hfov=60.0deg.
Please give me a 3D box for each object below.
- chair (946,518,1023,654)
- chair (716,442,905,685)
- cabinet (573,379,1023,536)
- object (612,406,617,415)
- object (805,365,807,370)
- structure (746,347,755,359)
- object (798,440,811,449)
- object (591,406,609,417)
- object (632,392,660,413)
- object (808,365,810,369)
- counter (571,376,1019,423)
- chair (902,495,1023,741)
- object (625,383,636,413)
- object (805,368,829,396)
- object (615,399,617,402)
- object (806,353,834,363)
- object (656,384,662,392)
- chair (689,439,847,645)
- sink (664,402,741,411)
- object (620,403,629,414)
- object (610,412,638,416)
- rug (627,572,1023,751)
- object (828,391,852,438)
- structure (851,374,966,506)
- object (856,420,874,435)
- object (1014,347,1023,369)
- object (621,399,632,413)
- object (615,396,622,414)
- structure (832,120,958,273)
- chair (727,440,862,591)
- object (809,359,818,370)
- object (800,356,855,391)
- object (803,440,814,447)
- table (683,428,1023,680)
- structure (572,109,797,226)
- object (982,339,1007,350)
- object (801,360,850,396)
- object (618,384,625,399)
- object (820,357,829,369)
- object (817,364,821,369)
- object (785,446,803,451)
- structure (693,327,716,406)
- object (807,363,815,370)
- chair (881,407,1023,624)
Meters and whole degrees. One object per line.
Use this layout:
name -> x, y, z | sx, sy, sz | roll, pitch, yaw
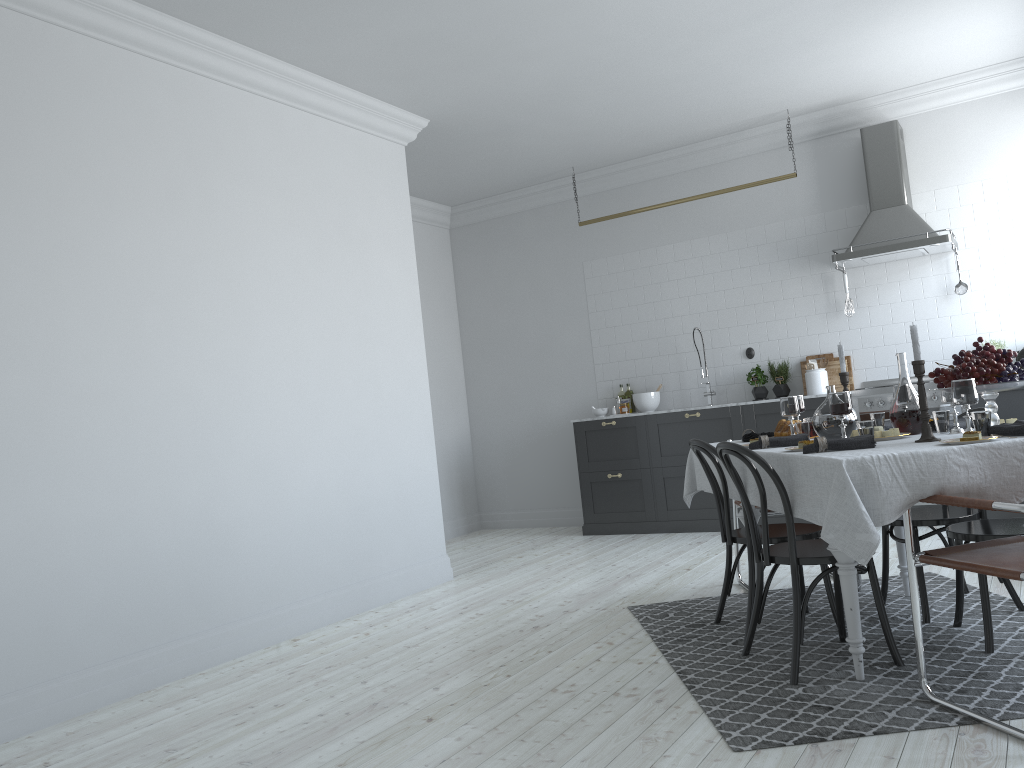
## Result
chair -> 2.049, 0.559, 3.556 | 0.564, 0.909, 0.463 | -6, -2, 9
chair -> 1.150, 0.654, 3.537 | 0.564, 0.909, 0.463 | -6, -2, -11
cabinet -> 2.398, 0.624, 7.192 | 3.897, 1.012, 0.646 | -8, -3, 31
object -> 0.941, 0.248, 8.167 | 0.046, 0.084, 0.046 | -7, -3, 17
object -> 2.469, -0.039, 7.287 | 0.061, 0.251, 0.117 | -5, -3, -30
structure -> 2.072, -0.268, 7.725 | 0.079, 0.103, 0.032 | -8, -3, 31
object -> 1.163, 0.242, 3.513 | 0.057, 0.037, 0.021 | -7, -2, 12
object -> 0.830, 0.253, 8.266 | 0.159, 0.110, 0.172 | -7, -3, 26
object -> 1.228, 0.169, 8.072 | 0.247, 0.175, 0.247 | -8, -3, 44
object -> 2.512, -0.041, 7.312 | 0.118, 0.250, 0.033 | -8, -3, 31
counter -> 2.348, 0.111, 7.224 | 3.902, 0.020, 0.624 | -8, -3, 31
chair -> 1.656, 0.604, 2.792 | 0.546, 0.837, 0.593 | -5, -3, -14
object -> 1.103, 0.135, 8.258 | 0.089, 0.282, 0.082 | -8, -3, 31
object -> 2.502, -0.017, 7.274 | 0.174, 0.208, 0.174 | -7, -3, 26
object -> 0.997, 0.201, 8.252 | 0.059, 0.172, 0.059 | -5, -3, -28
object -> 2.578, -0.081, 7.389 | 0.220, 0.330, 0.041 | -8, -3, 31
object -> 1.291, 0.123, 8.068 | 0.209, 0.232, 0.042 | -5, -3, -19
chair -> 1.153, 0.678, 4.107 | 0.564, 0.909, 0.463 | -6, -2, -6
sink -> 1.631, 0.295, 7.602 | 0.669, 0.203, 0.384 | -8, -3, 31
object -> 1.030, 0.228, 8.125 | 0.078, 0.101, 0.078 | -5, -3, -31
object -> 1.036, 0.279, 8.203 | 0.180, 0.008, 0.272 | -8, -3, 31
rug -> 1.497, 1.073, 3.808 | 1.701, 0.021, 2.166 | -6, -2, -2
object -> 1.294, 0.139, 3.477 | 0.083, 0.215, 0.083 | -8, -3, 35
structure -> 3.103, 0.488, 6.767 | 0.779, 1.096, 0.651 | -8, -3, 31
object -> 1.352, 0.188, 3.383 | 0.066, 0.094, 0.066 | -7, -3, 19
object -> 3.869, -0.195, 6.523 | 0.326, 0.207, 0.219 | -8, -3, 36
object -> 1.062, 0.209, 8.226 | 0.077, 0.141, 0.044 | -8, -3, 31
object -> 0.992, 0.199, 8.187 | 0.059, 0.172, 0.059 | -5, -3, -28
structure -> 2.914, -1.481, 6.885 | 0.843, 1.079, 0.567 | -8, -3, 31
chair -> 1.527, 0.709, 4.909 | 0.546, 0.837, 0.593 | -6, -2, 2
object -> 2.501, -0.062, 7.286 | 0.064, 0.290, 0.141 | -6, -2, 4
object -> 2.628, -0.066, 7.396 | 0.400, 0.290, 0.030 | -8, -3, 31
object -> 1.170, 0.239, 3.473 | 0.051, 0.039, 0.036 | -5, -3, -20
table -> 1.575, 0.651, 3.854 | 1.210, 0.842, 2.179 | -6, -2, -2
structure -> 1.421, -1.833, 7.660 | 1.988, 0.556, 0.053 | -8, -3, 31
object -> 3.622, -0.201, 6.667 | 0.210, 0.283, 0.220 | -8, -3, 43
object -> 2.598, -0.050, 7.349 | 0.360, 0.261, 0.053 | -8, -3, 31
object -> 1.036, 0.144, 8.304 | 0.066, 0.282, 0.066 | -7, -3, 26
object -> 2.545, -0.068, 7.292 | 0.131, 0.296, 0.056 | -7, -2, 10
object -> 2.542, -0.045, 7.297 | 0.050, 0.247, 0.114 | -6, -2, -5
object -> 1.173, 0.253, 3.503 | 0.182, 0.013, 0.182 | -4, -3, -44
structure -> 1.658, -0.152, 7.717 | 0.100, 0.692, 0.266 | -8, -3, 31
object -> 2.451, -0.043, 7.271 | 0.054, 0.262, 0.149 | -6, -2, 6
chair -> 2.000, 0.589, 4.132 | 0.564, 0.909, 0.463 | -6, -2, -6
